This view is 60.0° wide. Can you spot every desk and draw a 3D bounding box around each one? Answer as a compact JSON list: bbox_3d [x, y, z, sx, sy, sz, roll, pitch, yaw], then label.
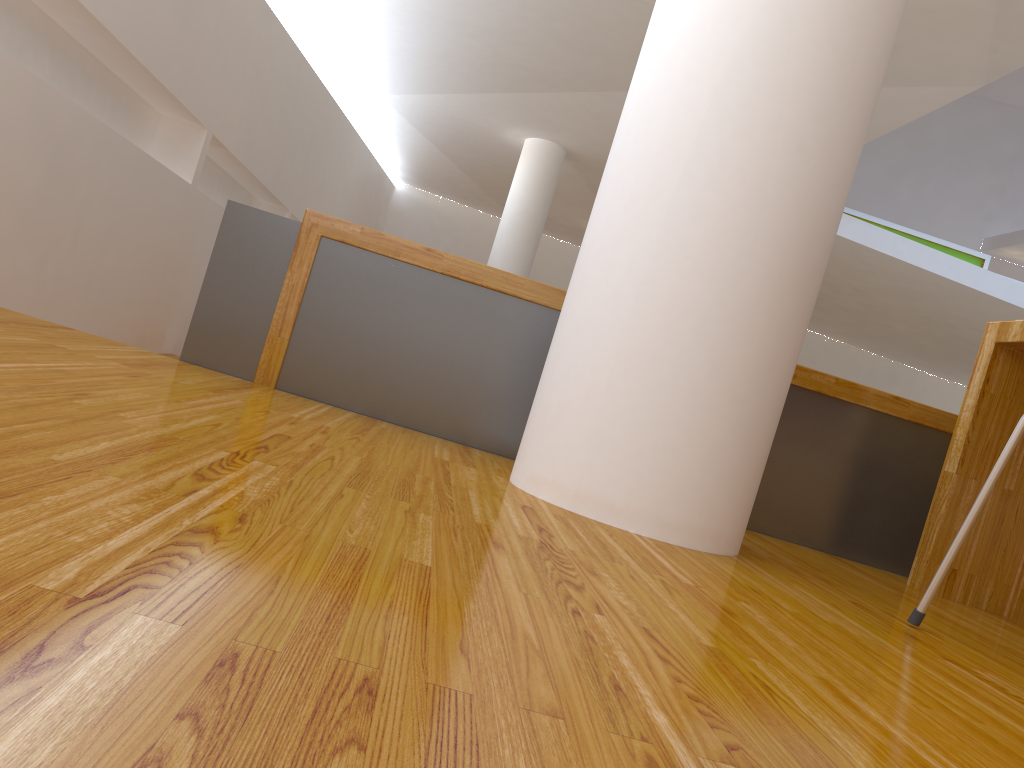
[{"bbox_3d":[0.852,0.322,2.507,3.356,0.606,0.760,17,0,-5],"label":"desk"},{"bbox_3d":[1.697,0.306,0.399,1.247,0.762,3.194,17,0,-5],"label":"desk"}]

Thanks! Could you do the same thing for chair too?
[{"bbox_3d":[0.878,0.080,1.111,0.381,0.693,0.428,17,0,-5],"label":"chair"}]
